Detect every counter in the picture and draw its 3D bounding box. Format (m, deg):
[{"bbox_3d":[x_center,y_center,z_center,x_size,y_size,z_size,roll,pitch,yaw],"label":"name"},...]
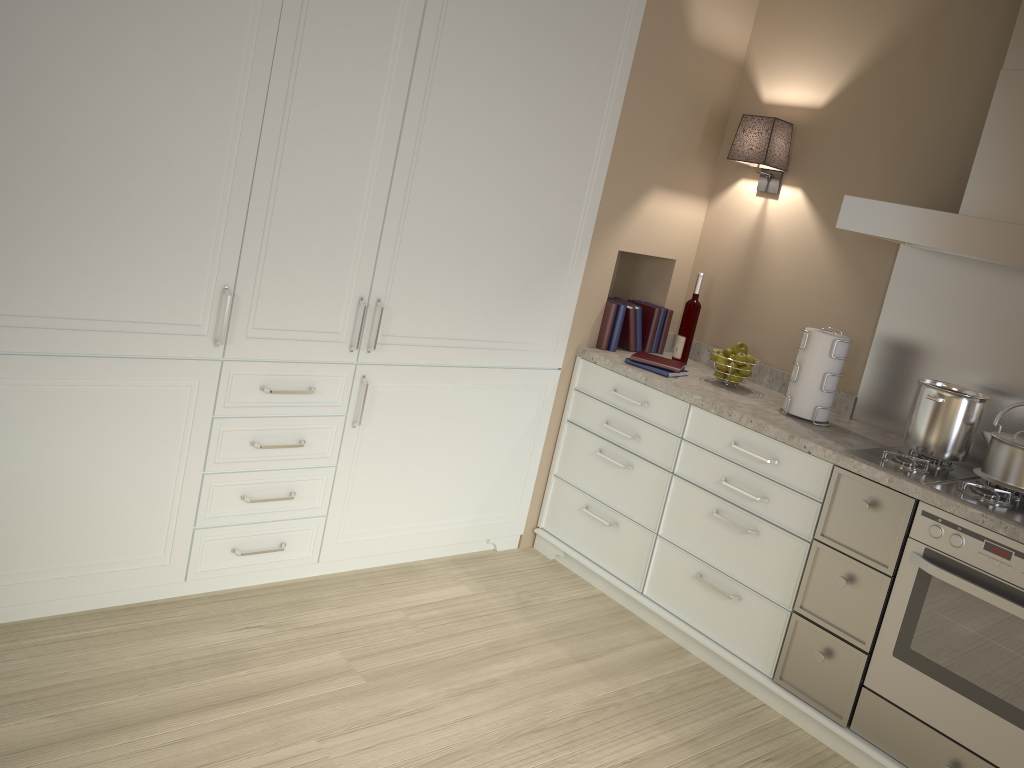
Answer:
[{"bbox_3d":[1.481,0.341,2.340,0.577,0.112,3.903,1,17,-41],"label":"counter"}]

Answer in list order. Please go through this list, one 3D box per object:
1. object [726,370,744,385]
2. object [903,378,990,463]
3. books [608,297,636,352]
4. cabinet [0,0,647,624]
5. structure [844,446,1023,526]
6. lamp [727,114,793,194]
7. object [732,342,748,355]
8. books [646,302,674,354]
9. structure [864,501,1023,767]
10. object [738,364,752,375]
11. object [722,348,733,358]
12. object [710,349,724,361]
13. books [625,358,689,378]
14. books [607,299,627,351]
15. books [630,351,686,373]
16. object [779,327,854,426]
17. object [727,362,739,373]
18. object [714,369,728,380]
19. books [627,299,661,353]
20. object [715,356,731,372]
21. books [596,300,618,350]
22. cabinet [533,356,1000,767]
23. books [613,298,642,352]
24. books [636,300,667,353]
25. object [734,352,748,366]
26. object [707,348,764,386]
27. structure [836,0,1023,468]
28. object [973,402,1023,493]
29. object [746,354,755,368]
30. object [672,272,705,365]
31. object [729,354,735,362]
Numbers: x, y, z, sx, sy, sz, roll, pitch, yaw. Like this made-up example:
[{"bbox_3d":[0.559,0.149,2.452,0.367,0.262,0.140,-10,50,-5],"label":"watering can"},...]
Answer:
[{"bbox_3d":[0.803,-0.026,3.184,0.061,0.055,0.060,13,11,2],"label":"object"},{"bbox_3d":[1.291,0.110,2.650,0.201,0.204,0.203,13,11,5],"label":"object"},{"bbox_3d":[0.427,-0.237,3.504,0.091,0.181,0.168,5,13,-39],"label":"books"},{"bbox_3d":[-0.692,-0.561,2.683,2.338,2.313,0.621,3,14,-42],"label":"cabinet"},{"bbox_3d":[1.437,0.347,2.303,0.397,0.031,1.064,1,17,-41],"label":"structure"},{"bbox_3d":[0.939,-0.860,3.315,0.191,0.255,0.172,3,14,-42],"label":"lamp"},{"bbox_3d":[0.824,-0.124,3.197,0.055,0.056,0.056,3,15,-42],"label":"object"},{"bbox_3d":[0.573,-0.232,3.621,0.032,0.180,0.167,4,13,-42],"label":"books"},{"bbox_3d":[1.382,0.703,2.386,0.578,0.688,0.549,3,14,-42],"label":"structure"},{"bbox_3d":[0.830,-0.053,3.156,0.047,0.044,0.048,4,14,-38],"label":"object"},{"bbox_3d":[0.788,-0.108,3.227,0.040,0.043,0.044,7,12,-27],"label":"object"},{"bbox_3d":[0.745,-0.102,3.215,0.048,0.047,0.047,14,11,10],"label":"object"},{"bbox_3d":[0.528,-0.061,3.219,0.185,0.017,0.164,22,16,36],"label":"books"},{"bbox_3d":[0.361,-0.237,3.436,0.032,0.180,0.167,4,13,-42],"label":"books"},{"bbox_3d":[0.535,-0.081,3.232,0.184,0.017,0.166,16,13,17],"label":"books"},{"bbox_3d":[1.004,-0.034,2.909,0.170,0.301,0.163,19,12,31],"label":"object"},{"bbox_3d":[0.786,-0.058,3.150,0.039,0.040,0.040,21,14,38],"label":"object"},{"bbox_3d":[0.763,-0.039,3.223,0.048,0.047,0.049,6,13,-31],"label":"object"},{"bbox_3d":[0.517,-0.237,3.588,0.032,0.180,0.167,4,13,-42],"label":"books"},{"bbox_3d":[0.760,-0.072,3.180,0.058,0.057,0.059,15,11,14],"label":"object"},{"bbox_3d":[0.326,-0.241,3.426,0.032,0.180,0.167,4,13,-42],"label":"books"},{"bbox_3d":[1.390,0.760,2.422,0.641,0.784,3.255,3,16,-41],"label":"cabinet"},{"bbox_3d":[0.451,-0.238,3.526,0.091,0.180,0.167,4,14,-42],"label":"books"},{"bbox_3d":[0.543,-0.237,3.607,0.032,0.180,0.167,4,13,-42],"label":"books"},{"bbox_3d":[0.813,-0.088,3.141,0.047,0.045,0.048,3,15,-41],"label":"object"},{"bbox_3d":[0.798,-0.048,3.210,0.206,0.108,0.208,13,12,2],"label":"object"},{"bbox_3d":[1.685,-0.416,2.252,0.446,1.660,1.582,4,14,-42],"label":"structure"},{"bbox_3d":[1.436,0.167,2.473,0.208,0.234,0.212,11,11,-9],"label":"object"},{"bbox_3d":[0.851,-0.080,3.193,0.050,0.053,0.055,16,11,16],"label":"object"},{"bbox_3d":[0.689,-0.254,3.423,0.062,0.362,0.063,10,9,-16],"label":"object"},{"bbox_3d":[0.798,-0.088,3.179,0.040,0.038,0.040,16,12,18],"label":"object"}]
